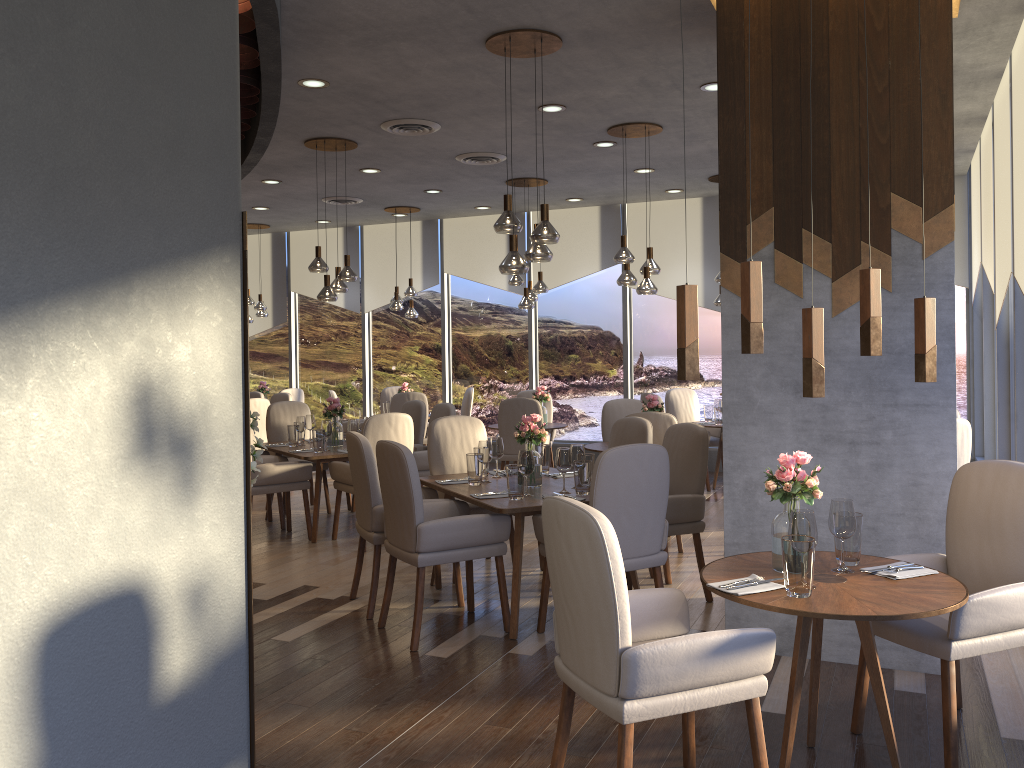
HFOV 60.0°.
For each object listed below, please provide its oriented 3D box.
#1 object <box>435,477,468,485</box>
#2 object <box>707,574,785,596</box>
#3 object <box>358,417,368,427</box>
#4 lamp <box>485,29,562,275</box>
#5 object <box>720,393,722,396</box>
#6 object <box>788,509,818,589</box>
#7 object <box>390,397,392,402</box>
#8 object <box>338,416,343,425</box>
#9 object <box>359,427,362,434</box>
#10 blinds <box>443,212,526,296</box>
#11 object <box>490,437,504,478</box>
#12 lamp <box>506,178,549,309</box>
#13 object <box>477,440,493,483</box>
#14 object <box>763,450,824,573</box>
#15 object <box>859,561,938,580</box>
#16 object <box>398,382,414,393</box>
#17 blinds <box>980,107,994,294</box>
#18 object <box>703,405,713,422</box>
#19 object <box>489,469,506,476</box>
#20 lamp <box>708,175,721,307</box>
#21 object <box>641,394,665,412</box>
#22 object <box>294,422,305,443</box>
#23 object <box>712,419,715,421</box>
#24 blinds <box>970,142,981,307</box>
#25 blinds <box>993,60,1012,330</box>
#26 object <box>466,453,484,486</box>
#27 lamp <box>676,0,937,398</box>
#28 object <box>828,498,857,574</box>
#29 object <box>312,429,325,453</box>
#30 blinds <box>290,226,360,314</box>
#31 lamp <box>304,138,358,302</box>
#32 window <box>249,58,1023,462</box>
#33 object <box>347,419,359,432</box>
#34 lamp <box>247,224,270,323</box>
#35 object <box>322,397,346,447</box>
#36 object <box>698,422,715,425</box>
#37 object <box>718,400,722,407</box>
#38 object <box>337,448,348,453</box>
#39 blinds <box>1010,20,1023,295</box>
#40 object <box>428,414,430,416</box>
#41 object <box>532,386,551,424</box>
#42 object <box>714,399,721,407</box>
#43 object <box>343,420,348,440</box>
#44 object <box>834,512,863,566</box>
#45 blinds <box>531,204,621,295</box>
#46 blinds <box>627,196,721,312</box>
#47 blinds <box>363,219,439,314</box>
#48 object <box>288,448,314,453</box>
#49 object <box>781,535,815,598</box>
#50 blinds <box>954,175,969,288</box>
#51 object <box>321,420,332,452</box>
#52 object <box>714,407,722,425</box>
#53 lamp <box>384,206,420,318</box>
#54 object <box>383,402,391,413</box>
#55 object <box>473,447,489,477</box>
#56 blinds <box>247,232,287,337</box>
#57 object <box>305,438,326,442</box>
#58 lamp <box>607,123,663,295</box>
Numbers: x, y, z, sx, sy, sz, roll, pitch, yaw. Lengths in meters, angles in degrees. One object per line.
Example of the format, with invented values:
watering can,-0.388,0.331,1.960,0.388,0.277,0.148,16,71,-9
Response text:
object,-0.319,0.570,5.253,0.255,0.019,0.157,-2,2,-22
object,0.774,0.645,2.873,0.255,0.019,0.157,-2,2,-28
object,-1.224,0.395,7.324,0.092,0.244,0.092,-1,0,-14
lamp,0.077,-1.285,5.063,0.439,1.326,0.439,-1,0,9
object,2.259,0.197,9.163,0.198,0.416,0.210,-1,1,-29
object,0.937,0.531,2.853,0.092,0.244,0.092,-1,0,14
object,-1.431,0.277,10.756,0.092,0.244,0.092,-1,1,-31
object,-1.535,0.382,7.805,0.092,0.244,0.092,0,1,37
object,-1.176,0.435,7.104,0.102,0.178,0.102,-1,1,-19
blinds,-0.377,-2.450,11.492,1.173,2.680,0.007,-1,0,24
object,-0.093,0.449,5.408,0.092,0.244,0.092,-1,1,26
lamp,0.163,-1.437,9.216,0.439,1.326,0.439,-1,0,26
object,-0.158,0.457,5.219,0.092,0.244,0.092,-1,0,20
object,0.970,0.438,3.052,0.210,0.416,0.198,-1,1,1
object,1.302,0.632,3.018,0.255,0.019,0.157,-2,2,-24
object,-1.307,0.186,10.853,0.198,0.416,0.210,-1,1,21
blinds,4.017,-2.068,7.517,0.007,2.680,1.174,-1,1,24
object,2.072,0.311,9.344,0.102,0.178,0.102,0,1,41
object,-0.055,0.555,5.570,0.157,0.019,0.255,-2,2,-21
lamp,2.257,-1.464,9.136,0.439,1.326,0.439,-1,0,-9
object,1.134,0.287,7.142,0.210,0.416,0.198,-1,1,-19
object,-1.853,0.422,7.740,0.102,0.178,0.102,-1,1,-25
object,2.214,0.386,9.433,0.157,0.019,0.255,-1,2,-15
blinds,4.522,-2.116,8.660,0.007,2.680,1.174,-1,1,24
blinds,3.516,-1.735,6.375,0.007,2.680,1.174,-1,1,24
object,-0.214,0.494,5.125,0.102,0.178,0.102,-1,1,14
lamp,1.002,-0.921,2.974,1.161,1.931,0.118,-1,0,-21
object,1.137,0.521,3.048,0.092,0.244,0.092,-1,1,-44
object,-1.508,0.447,6.921,0.102,0.178,0.102,-1,1,24
blinds,-2.656,-2.310,12.500,1.173,2.680,0.007,-1,0,24
lamp,-1.506,-1.348,7.427,0.439,1.326,0.439,-1,0,29
window,1.143,-0.715,7.816,8.062,3.198,16.126,-2,2,-21
object,-1.281,0.403,7.137,0.092,0.244,0.092,-1,0,-10
lamp,-3.510,-1.488,12.062,0.439,1.326,0.439,-1,0,23
object,-1.491,0.313,7.429,0.210,0.416,0.198,-1,1,-19
object,1.991,0.401,9.085,0.255,0.019,0.157,-2,2,-20
object,2.150,0.288,9.045,0.092,0.244,0.092,-1,0,5
object,-1.275,0.521,6.971,0.157,0.019,0.255,-2,3,-35
blinds,3.012,-1.679,5.234,0.007,2.680,1.174,-1,1,24
object,-1.030,0.379,10.887,0.255,0.019,0.157,-1,2,-8
object,0.303,0.224,9.190,0.210,0.416,0.198,-1,1,-4
object,2.157,0.280,9.276,0.092,0.244,0.092,-1,0,5
object,-1.497,0.411,7.908,0.102,0.178,0.102,-1,1,-17
object,1.191,0.549,3.143,0.102,0.178,0.102,-1,1,-18
blinds,0.778,-2.448,10.981,1.173,2.680,0.007,-1,0,24
blinds,1.924,-2.149,10.478,1.173,2.680,0.007,-1,0,24
blinds,-1.516,-2.308,11.996,1.173,2.680,0.007,-1,0,24
object,-1.633,0.524,7.030,0.255,0.019,0.157,-2,2,-32
object,0.890,0.568,2.755,0.102,0.178,0.102,-1,1,9
blinds,4.204,-2.336,9.468,1.173,2.680,0.007,-1,0,24
object,-1.469,0.410,7.023,0.092,0.244,0.092,-1,0,10
object,2.091,0.325,8.953,0.102,0.178,0.102,-1,1,-4
lamp,-1.332,-1.475,10.853,0.439,1.326,0.439,-1,0,17
object,-1.503,0.313,10.674,0.102,0.178,0.102,-1,1,-15
object,-0.186,0.481,5.465,0.102,0.178,0.102,-1,1,5
blinds,-3.793,-1.876,13.007,1.173,2.680,0.007,-1,0,24
object,-1.741,0.496,7.865,0.157,0.019,0.255,-2,2,-31
lamp,0.992,-1.372,7.092,0.439,1.326,0.439,-1,0,31
